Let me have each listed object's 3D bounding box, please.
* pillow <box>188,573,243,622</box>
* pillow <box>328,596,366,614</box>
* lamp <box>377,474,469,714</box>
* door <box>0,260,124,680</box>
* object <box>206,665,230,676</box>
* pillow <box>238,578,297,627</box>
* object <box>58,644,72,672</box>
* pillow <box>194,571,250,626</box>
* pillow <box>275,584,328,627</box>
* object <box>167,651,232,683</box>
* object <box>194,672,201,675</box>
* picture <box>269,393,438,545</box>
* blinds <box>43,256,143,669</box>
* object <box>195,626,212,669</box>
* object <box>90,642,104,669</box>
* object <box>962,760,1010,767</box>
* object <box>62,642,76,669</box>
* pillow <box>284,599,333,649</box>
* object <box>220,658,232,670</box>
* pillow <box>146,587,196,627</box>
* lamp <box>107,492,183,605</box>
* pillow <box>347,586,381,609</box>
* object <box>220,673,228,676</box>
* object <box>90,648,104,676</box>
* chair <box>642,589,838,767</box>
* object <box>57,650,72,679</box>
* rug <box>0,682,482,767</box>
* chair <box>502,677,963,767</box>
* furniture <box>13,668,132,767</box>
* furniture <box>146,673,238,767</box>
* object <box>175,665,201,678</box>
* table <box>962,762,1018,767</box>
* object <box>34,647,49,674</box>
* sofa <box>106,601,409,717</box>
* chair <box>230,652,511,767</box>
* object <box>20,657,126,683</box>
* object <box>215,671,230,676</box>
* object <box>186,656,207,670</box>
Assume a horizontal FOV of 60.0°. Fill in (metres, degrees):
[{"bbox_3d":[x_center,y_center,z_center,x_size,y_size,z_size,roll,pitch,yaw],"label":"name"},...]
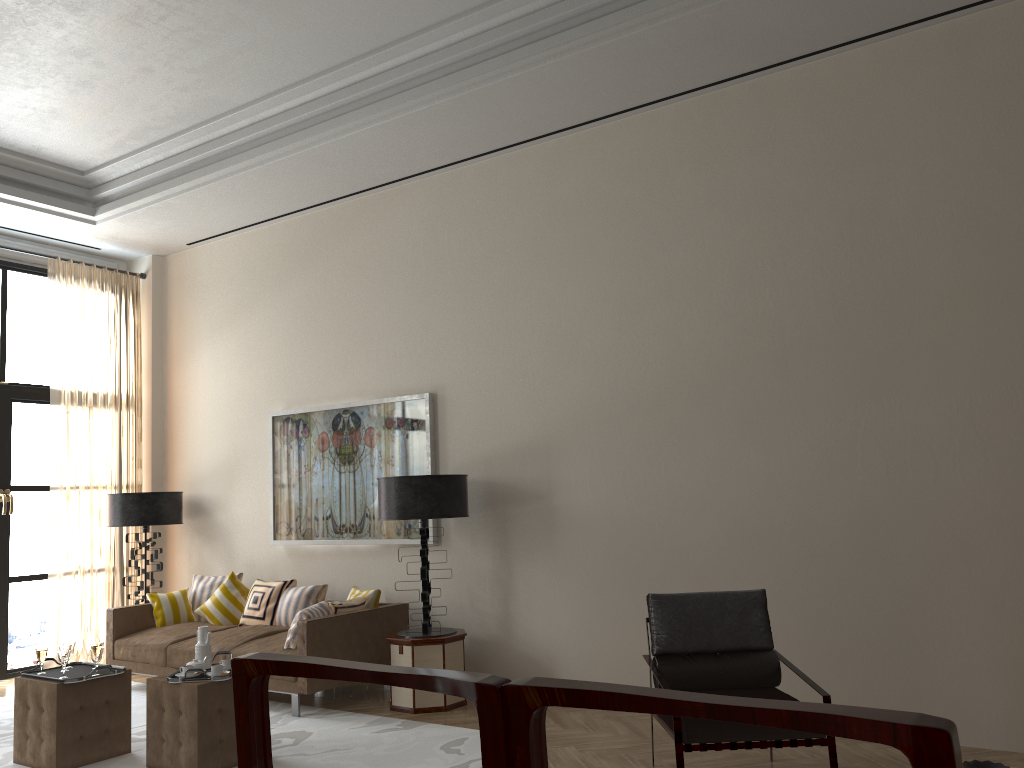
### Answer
[{"bbox_3d":[-3.325,2.399,9.842,0.624,0.574,0.356,-4,-6,12],"label":"pillow"},{"bbox_3d":[-1.603,2.215,8.279,0.304,0.411,0.465,-6,-8,32],"label":"pillow"},{"bbox_3d":[-0.778,1.845,7.990,0.831,2.012,0.831,-6,-7,34],"label":"lamp"},{"bbox_3d":[-5.768,0.931,10.053,0.240,4.753,3.091,-6,-7,34],"label":"door"},{"bbox_3d":[-2.083,2.024,6.265,0.176,0.067,0.176,-7,-9,35],"label":"object"},{"bbox_3d":[-2.555,2.317,9.260,0.618,0.546,0.404,-7,-8,37],"label":"pillow"},{"bbox_3d":[-3.388,2.079,6.719,0.098,0.191,0.098,-6,-7,33],"label":"object"},{"bbox_3d":[-3.040,2.335,9.559,0.767,0.615,0.356,-1,-6,-12],"label":"pillow"},{"bbox_3d":[-2.204,2.346,9.092,0.660,0.564,0.371,-6,-7,29],"label":"pillow"},{"bbox_3d":[-2.183,2.040,6.405,0.441,0.101,0.723,-2,-7,-2],"label":"object"},{"bbox_3d":[-2.202,2.029,6.215,0.052,0.027,0.080,-1,-7,-9],"label":"object"},{"bbox_3d":[-1.725,0.937,9.298,2.270,1.476,0.080,-7,-7,32],"label":"picture"},{"bbox_3d":[-5.052,0.976,10.711,0.419,4.860,1.244,-6,-7,36],"label":"blinds"},{"bbox_3d":[-2.288,1.954,6.573,0.113,0.304,0.126,0,-6,-19],"label":"object"},{"bbox_3d":[-3.173,2.077,6.772,0.098,0.191,0.098,1,-7,-30],"label":"object"},{"bbox_3d":[1.971,1.622,3.686,0.193,0.063,0.193,3,-9,-33],"label":"object"},{"bbox_3d":[-3.427,2.098,6.856,0.098,0.191,0.098,-1,-6,-9],"label":"object"},{"bbox_3d":[-1.838,2.184,7.997,0.327,0.427,0.499,-5,-7,22],"label":"pillow"},{"bbox_3d":[-2.093,2.059,6.520,0.176,0.067,0.176,-7,-8,32],"label":"object"},{"bbox_3d":[-3.668,2.442,9.592,0.318,0.431,0.483,-8,-9,43],"label":"pillow"},{"bbox_3d":[-4.275,2.284,10.342,0.831,2.012,0.831,-7,-8,38],"label":"lamp"},{"bbox_3d":[-1.490,2.221,8.607,0.296,0.474,0.517,2,-8,-35],"label":"pillow"},{"bbox_3d":[-2.010,2.033,6.194,0.049,0.025,0.053,-7,-9,35],"label":"object"},{"bbox_3d":[-3.034,2.034,6.477,0.098,0.191,0.098,-6,-7,33],"label":"object"},{"bbox_3d":[1.309,1.869,5.353,0.877,1.132,1.138,-2,-7,-1],"label":"chair"},{"bbox_3d":[-3.252,2.036,6.433,0.098,0.191,0.098,1,-7,-30],"label":"object"},{"bbox_3d":[-3.687,2.668,5.898,5.739,0.065,5.527,-7,-9,34],"label":"rug"},{"bbox_3d":[0.100,1.156,0.890,0.657,1.501,0.879,-6,-7,34],"label":"chair"},{"bbox_3d":[-3.262,2.465,6.592,0.614,0.614,0.614,-7,-8,34],"label":"furniture"},{"bbox_3d":[-2.188,2.392,6.347,0.614,0.614,0.614,-7,-8,34],"label":"furniture"},{"bbox_3d":[-2.268,2.013,6.217,0.176,0.067,0.176,-3,-7,9],"label":"object"},{"bbox_3d":[1.985,1.924,3.654,0.584,0.545,0.586,0,-7,-17],"label":"table"},{"bbox_3d":[-3.526,2.074,6.645,0.098,0.191,0.098,-4,-6,16],"label":"object"},{"bbox_3d":[-2.606,2.644,8.895,2.983,0.817,1.354,-7,-8,34],"label":"sofa"},{"bbox_3d":[-0.443,1.222,1.239,0.657,1.501,0.879,-6,-7,34],"label":"chair"},{"bbox_3d":[-3.275,2.121,6.620,0.803,0.091,0.492,-7,-9,34],"label":"object"},{"bbox_3d":[-2.042,2.037,6.210,0.041,0.015,0.187,-5,-8,20],"label":"object"},{"bbox_3d":[-2.286,2.032,6.403,0.136,0.105,0.176,-6,-8,30],"label":"object"}]
